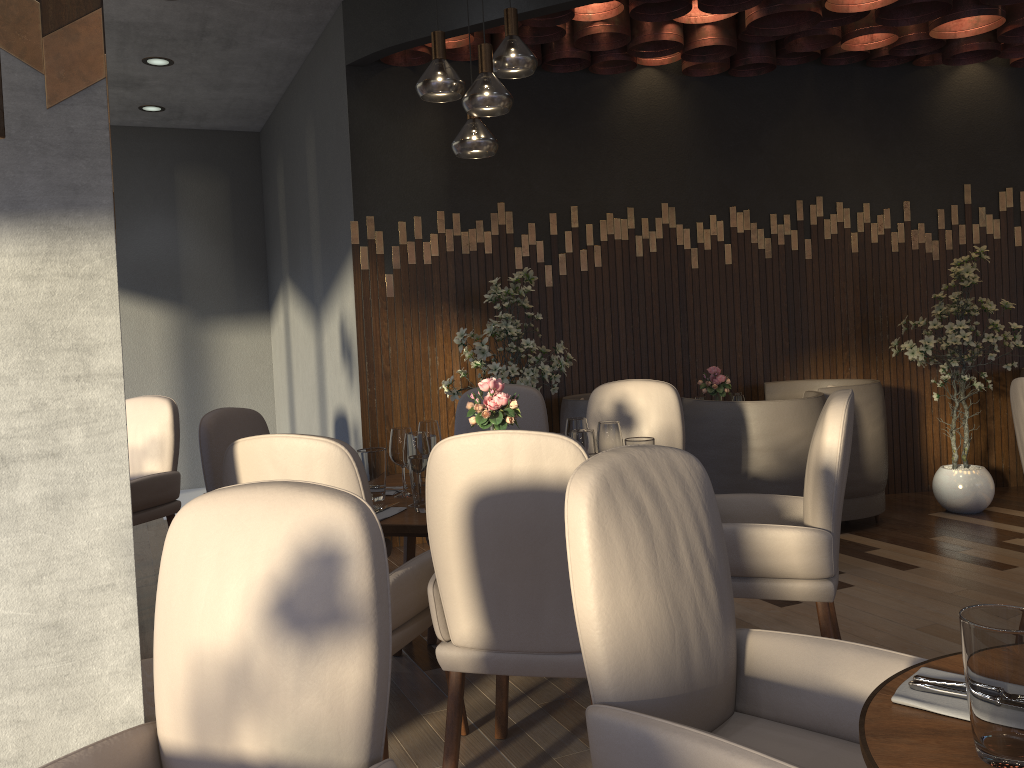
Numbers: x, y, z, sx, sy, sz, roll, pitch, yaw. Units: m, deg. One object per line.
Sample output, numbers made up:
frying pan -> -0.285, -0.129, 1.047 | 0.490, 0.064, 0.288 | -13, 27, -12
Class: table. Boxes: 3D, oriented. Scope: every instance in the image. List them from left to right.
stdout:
table -> -0.005, 0.717, 3.068 | 1.306, 0.665, 0.966 | -2, 3, 17
table -> 0.876, 0.784, 1.061 | 0.833, 0.661, 0.835 | -1, 3, 41

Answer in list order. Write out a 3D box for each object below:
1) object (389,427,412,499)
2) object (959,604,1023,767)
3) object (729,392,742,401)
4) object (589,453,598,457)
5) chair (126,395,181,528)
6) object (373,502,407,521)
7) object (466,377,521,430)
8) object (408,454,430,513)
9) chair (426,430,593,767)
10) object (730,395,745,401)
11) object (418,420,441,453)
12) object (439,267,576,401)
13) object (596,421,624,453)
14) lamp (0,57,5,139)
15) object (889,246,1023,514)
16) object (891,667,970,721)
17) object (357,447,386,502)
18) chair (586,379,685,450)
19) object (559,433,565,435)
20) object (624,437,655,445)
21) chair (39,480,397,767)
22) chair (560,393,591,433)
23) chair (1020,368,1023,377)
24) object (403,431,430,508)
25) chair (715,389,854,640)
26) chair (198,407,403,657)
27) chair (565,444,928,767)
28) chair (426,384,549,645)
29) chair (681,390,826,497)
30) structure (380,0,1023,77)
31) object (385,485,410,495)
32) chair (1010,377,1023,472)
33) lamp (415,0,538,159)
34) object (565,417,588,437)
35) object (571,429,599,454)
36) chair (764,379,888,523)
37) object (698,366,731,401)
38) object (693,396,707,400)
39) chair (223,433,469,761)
object -> -0.386, 0.277, 3.136 | 0.092, 0.244, 0.092 | -3, 1, -4
object -> 0.611, 0.375, 1.092 | 0.102, 0.178, 0.102 | -4, 2, -32
object -> 1.356, 0.172, 5.351 | 0.092, 0.244, 0.092 | -2, 2, 16
object -> 0.263, 0.303, 2.665 | 0.102, 0.178, 0.102 | -2, 2, 25
chair -> -1.981, 0.578, 4.423 | 0.528, 0.999, 0.600 | -2, 2, 19
object -> -0.441, 0.408, 2.856 | 0.157, 0.019, 0.255 | -2, 3, 19
object -> -0.058, 0.183, 3.063 | 0.198, 0.415, 0.210 | -1, 2, 44
object -> -0.278, 0.320, 2.851 | 0.102, 0.178, 0.102 | -2, 2, 25
chair -> 0.074, 0.587, 2.352 | 0.528, 0.999, 0.600 | -2, 2, 14
object -> 1.310, 0.186, 5.131 | 0.092, 0.244, 0.092 | -2, 2, 40
object -> -0.309, 0.262, 3.342 | 0.092, 0.244, 0.092 | -4, 2, -28
object -> -0.024, 0.131, 5.091 | 0.789, 1.615, 0.746 | -3, 2, -18
object -> 0.332, 0.249, 2.987 | 0.092, 0.244, 0.092 | -3, 2, -21
lamp -> -0.801, -1.008, 0.616 | 1.160, 1.930, 0.118 | -2, 1, 21
object -> 2.772, -0.033, 5.493 | 0.746, 1.615, 0.789 | -3, 2, 3
object -> 0.683, 0.442, 1.246 | 0.255, 0.019, 0.157 | 0, 4, 42
object -> -0.486, 0.317, 3.098 | 0.102, 0.178, 0.102 | -3, 2, 12
chair -> 0.465, 0.497, 3.618 | 0.528, 0.999, 0.600 | -2, 2, 20
object -> 0.205, 0.273, 3.267 | 0.102, 0.178, 0.102 | -4, 2, -34
object -> 0.438, 0.275, 3.018 | 0.102, 0.178, 0.102 | -5, 2, -43
chair -> -0.458, 0.677, 1.198 | 0.528, 0.999, 0.600 | -2, 2, 23
chair -> 0.590, 0.486, 5.174 | 0.595, 0.837, 0.774 | -3, 2, -14
chair -> 3.554, 0.312, 5.600 | 0.595, 0.837, 0.775 | -3, 2, 6
object -> -0.314, 0.284, 2.954 | 0.092, 0.244, 0.092 | -1, 2, 44
chair -> 0.795, 0.523, 2.837 | 0.599, 0.999, 0.529 | -2, 2, 19
chair -> -0.793, 0.579, 3.295 | 0.599, 0.999, 0.529 | -2, 2, 14
chair -> 0.436, 0.616, 1.470 | 0.599, 0.999, 0.529 | -1, 2, 43
chair -> -0.084, 0.517, 3.768 | 0.528, 0.999, 0.600 | -3, 2, 12
chair -> 1.312, 0.481, 4.587 | 0.774, 0.837, 0.596 | -3, 2, -4
structure -> 3.920, -2.302, 4.633 | 9.451, 0.556, 2.758 | -3, 3, 6
object -> -0.486, 0.388, 3.266 | 0.255, 0.019, 0.158 | -2, 3, 16
chair -> 1.965, 0.465, 2.813 | 0.599, 0.999, 0.529 | -3, 2, 7
lamp -> -0.138, -1.476, 3.031 | 0.440, 1.325, 0.439 | -4, 2, -39
object -> 0.236, 0.244, 3.162 | 0.092, 0.244, 0.092 | -4, 2, -28
object -> 0.227, 0.266, 2.768 | 0.092, 0.244, 0.092 | -4, 2, -24
chair -> 1.953, 0.406, 5.378 | 0.595, 0.837, 0.775 | -3, 2, -9
object -> 1.211, 0.098, 5.265 | 0.198, 0.415, 0.210 | -1, 2, 44
object -> 1.101, 0.195, 5.171 | 0.092, 0.244, 0.092 | -2, 2, 43
chair -> -0.465, 0.605, 2.522 | 0.528, 0.999, 0.600 | -2, 2, 20
